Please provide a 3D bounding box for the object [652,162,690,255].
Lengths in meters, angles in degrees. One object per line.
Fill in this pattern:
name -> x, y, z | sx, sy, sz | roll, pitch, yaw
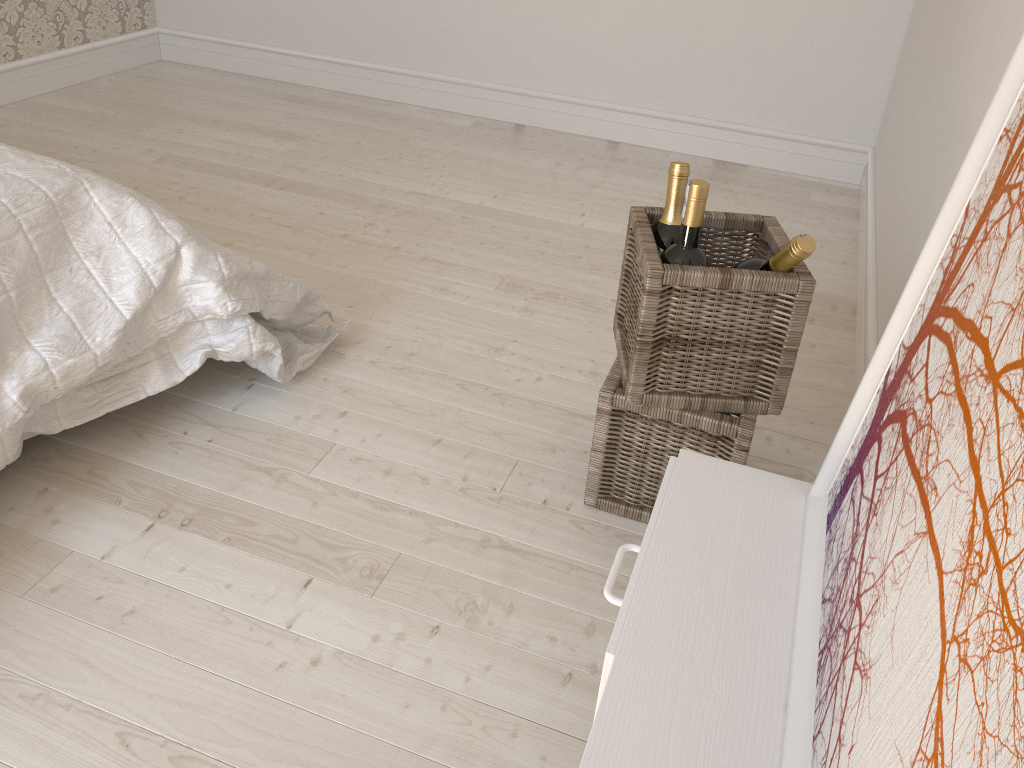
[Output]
object -> 0.287, -0.222, 1.620 | 0.094, 0.346, 0.133 | 4, 30, -2

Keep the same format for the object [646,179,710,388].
object -> 0.288, -0.169, 1.512 | 0.097, 0.362, 0.097 | 24, 34, 29

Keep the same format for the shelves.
shelves -> 0.159, 0.488, 0.702 | 0.370, 0.201, 1.157 | 14, 33, 14

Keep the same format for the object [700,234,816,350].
object -> 0.408, -0.163, 1.568 | 0.096, 0.318, 0.296 | -6, 33, -19

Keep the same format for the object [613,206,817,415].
object -> 0.348, -0.140, 1.604 | 0.276, 0.259, 0.288 | 4, 31, -1

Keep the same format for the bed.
bed -> -1.741, -0.158, 1.514 | 2.224, 0.606, 2.026 | 14, 33, 15

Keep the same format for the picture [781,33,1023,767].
picture -> 0.339, -0.109, 0.437 | 0.164, 1.114, 0.886 | 13, 31, 14

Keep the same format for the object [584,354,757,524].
object -> 0.322, 0.088, 1.721 | 0.277, 0.259, 0.286 | 14, 32, 15
